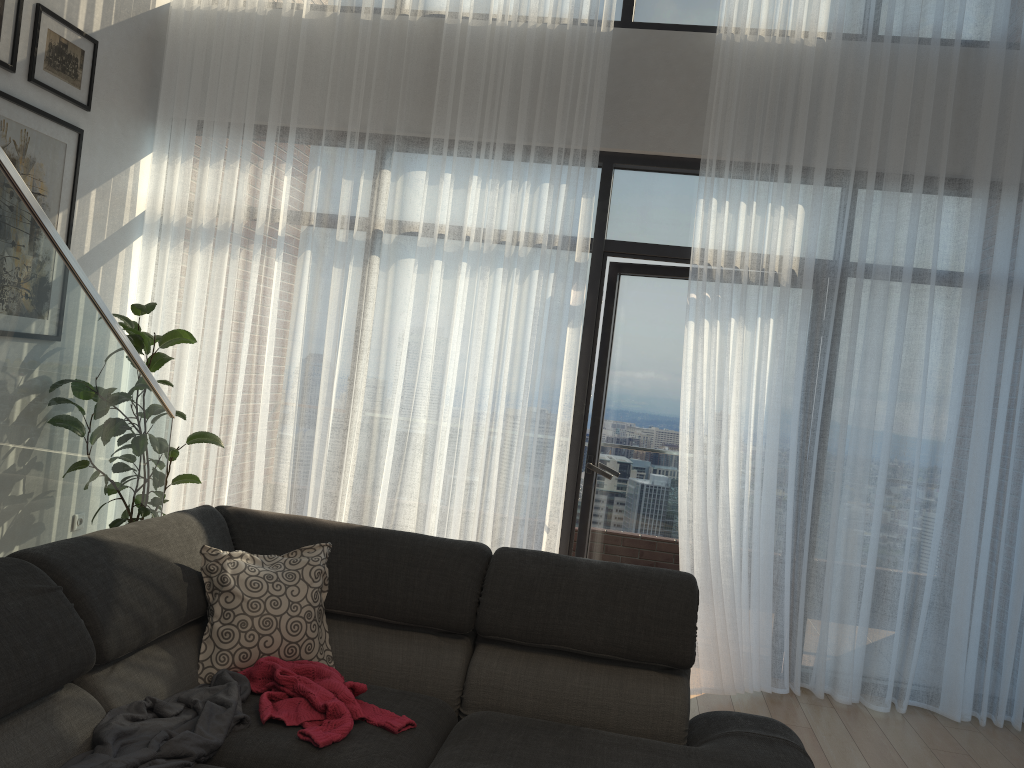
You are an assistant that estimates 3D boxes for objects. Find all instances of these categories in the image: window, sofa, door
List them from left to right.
[{"bbox_3d":[-0.344,0.759,1.432,2.108,0.995,3.169,7,0,9],"label":"sofa"},{"bbox_3d":[0.357,0.071,4.531,4.808,2.501,0.119,7,0,9],"label":"window"},{"bbox_3d":[0.720,-3.008,4.520,4.808,2.500,0.119,7,0,9],"label":"window"},{"bbox_3d":[0.928,0.390,4.548,1.118,1.976,0.206,7,0,19],"label":"door"}]

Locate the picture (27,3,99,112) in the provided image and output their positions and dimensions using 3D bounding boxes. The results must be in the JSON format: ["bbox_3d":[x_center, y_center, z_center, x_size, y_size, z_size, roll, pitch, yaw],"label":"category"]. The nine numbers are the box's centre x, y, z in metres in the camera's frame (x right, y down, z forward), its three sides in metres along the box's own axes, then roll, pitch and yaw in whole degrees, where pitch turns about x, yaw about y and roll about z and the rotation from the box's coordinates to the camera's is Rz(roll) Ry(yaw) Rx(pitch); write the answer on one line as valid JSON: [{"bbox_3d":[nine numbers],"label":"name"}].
[{"bbox_3d":[-1.996,-1.444,3.952,0.025,0.333,0.410,7,0,9],"label":"picture"}]

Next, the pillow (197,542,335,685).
[{"bbox_3d":[-0.944,0.630,1.418,0.386,0.364,2.734,7,0,12],"label":"pillow"}]

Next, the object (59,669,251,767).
[{"bbox_3d":[-0.778,0.786,1.893,0.411,0.118,0.905,7,0,-15],"label":"object"}]

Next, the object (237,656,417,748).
[{"bbox_3d":[-0.530,0.788,2.272,0.536,0.077,0.323,7,0,43],"label":"object"}]

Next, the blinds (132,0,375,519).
[{"bbox_3d":[-1.241,-1.681,4.546,1.223,5.581,0.218,7,0,6],"label":"blinds"}]

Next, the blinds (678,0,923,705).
[{"bbox_3d":[1.407,-1.369,4.085,0.858,5.579,0.589,7,0,-15],"label":"blinds"}]

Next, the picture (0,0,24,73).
[{"bbox_3d":[-2.061,-1.535,3.458,0.025,0.504,0.410,7,0,9],"label":"picture"}]

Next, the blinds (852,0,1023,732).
[{"bbox_3d":[2.292,-1.263,4.031,1.163,5.581,0.218,7,0,6],"label":"blinds"}]

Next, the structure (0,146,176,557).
[{"bbox_3d":[-2.110,-0.454,0.306,1.289,3.460,5.660,7,0,9],"label":"structure"}]

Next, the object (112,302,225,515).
[{"bbox_3d":[-1.856,0.331,4.255,0.528,1.463,0.774,7,0,29],"label":"object"}]

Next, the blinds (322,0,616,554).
[{"bbox_3d":[-0.173,-1.555,4.408,1.374,5.581,0.218,7,0,6],"label":"blinds"}]

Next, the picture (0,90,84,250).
[{"bbox_3d":[-2.121,-0.696,3.692,0.025,0.990,0.871,7,0,9],"label":"picture"}]
